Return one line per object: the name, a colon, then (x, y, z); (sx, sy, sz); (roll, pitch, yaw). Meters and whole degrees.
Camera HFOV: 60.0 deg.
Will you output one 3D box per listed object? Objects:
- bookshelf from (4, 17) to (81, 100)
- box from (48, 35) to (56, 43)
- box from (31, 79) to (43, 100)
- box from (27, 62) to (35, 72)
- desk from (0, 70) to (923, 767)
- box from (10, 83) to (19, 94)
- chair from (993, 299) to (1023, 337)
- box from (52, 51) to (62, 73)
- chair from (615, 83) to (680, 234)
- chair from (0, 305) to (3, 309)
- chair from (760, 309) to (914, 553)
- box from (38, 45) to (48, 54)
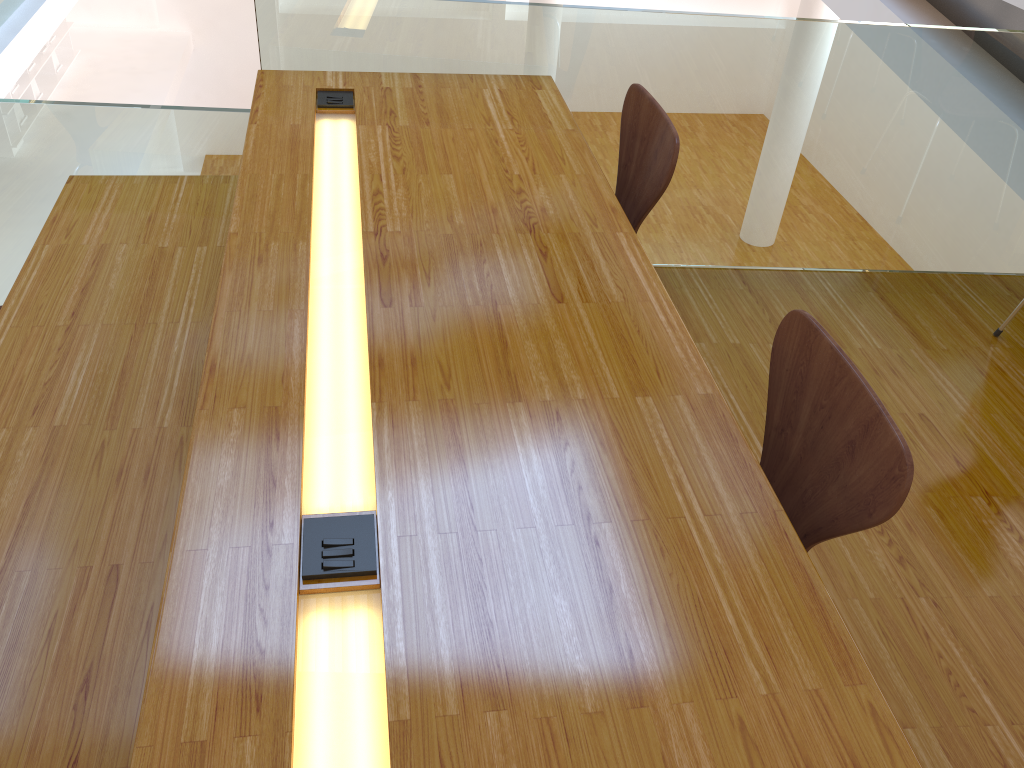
bookshelf: (-5.194, -3.888, 9.368); (0.498, 1.836, 2.984); (-2, 39, -10)
box: (-5.393, -4.064, 10.076); (0.274, 0.296, 0.245); (-2, 39, -10)
box: (-5.273, -3.233, 9.570); (0.274, 0.296, 0.245); (-2, 39, -10)
box: (-5.248, -3.491, 9.367); (0.274, 0.296, 0.245); (-2, 39, -10)
desk: (-0.317, 0.532, 1.343); (1.285, 0.918, 3.236); (-2, 39, -10)
box: (-5.147, -3.090, 8.871); (0.274, 0.296, 0.245); (-2, 39, -10)
chair: (1.679, -0.297, 2.304); (0.381, 0.693, 0.428); (-2, 39, -10)
box: (-5.416, -3.801, 10.272); (0.274, 0.296, 0.245); (-2, 39, -10)
chair: (0.128, -0.338, 2.169); (0.381, 0.693, 0.428); (-2, 39, -10)
chair: (-1.219, -0.040, 2.137); (0.381, 0.693, 0.428); (-2, 39, -10)
chair: (0.280, 0.265, 1.423); (0.381, 0.693, 0.428); (-2, 39, -10)
box: (-5.337, -3.842, 9.801); (0.274, 0.296, 0.245); (-2, 39, -10)
